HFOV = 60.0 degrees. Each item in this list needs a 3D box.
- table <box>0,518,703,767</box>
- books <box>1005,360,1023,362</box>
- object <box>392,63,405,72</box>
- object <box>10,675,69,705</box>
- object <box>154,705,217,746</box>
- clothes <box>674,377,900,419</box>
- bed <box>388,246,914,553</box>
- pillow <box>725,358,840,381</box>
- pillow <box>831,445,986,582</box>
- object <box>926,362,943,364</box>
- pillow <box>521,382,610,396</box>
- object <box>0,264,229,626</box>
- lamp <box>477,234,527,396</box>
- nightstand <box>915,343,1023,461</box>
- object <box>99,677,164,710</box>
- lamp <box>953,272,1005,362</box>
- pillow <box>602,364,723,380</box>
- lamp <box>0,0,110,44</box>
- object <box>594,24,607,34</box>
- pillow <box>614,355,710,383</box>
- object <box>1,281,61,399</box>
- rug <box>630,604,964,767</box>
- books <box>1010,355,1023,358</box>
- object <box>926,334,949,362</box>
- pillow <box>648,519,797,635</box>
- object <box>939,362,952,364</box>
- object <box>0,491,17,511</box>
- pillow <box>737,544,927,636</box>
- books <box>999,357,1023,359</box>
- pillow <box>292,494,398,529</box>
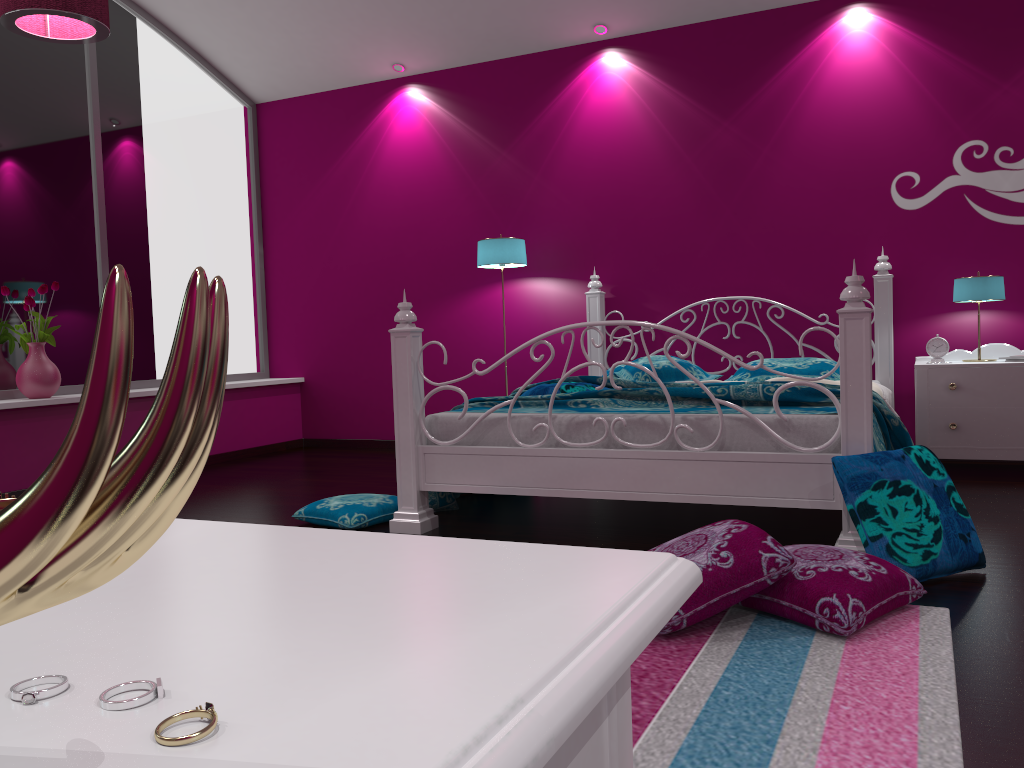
[{"bbox_3d":[-0.365,0.413,0.504,0.856,0.592,0.526,-1,3,25],"label":"table"},{"bbox_3d":[2.512,-0.113,4.181,0.300,0.007,0.220,-4,3,-35],"label":"books"},{"bbox_3d":[-0.745,-2.089,5.831,0.080,0.058,0.085,-1,3,25],"label":"object"},{"bbox_3d":[-0.180,0.115,0.338,0.021,0.005,0.020,0,4,39],"label":"object"},{"bbox_3d":[-0.109,0.114,0.296,0.020,0.006,0.020,0,3,31],"label":"object"},{"bbox_3d":[1.251,0.154,4.186,1.036,0.376,0.553,-1,3,20],"label":"clothes"},{"bbox_3d":[0.740,-0.081,4.072,2.167,1.143,2.317,-1,3,25],"label":"bed"},{"bbox_3d":[1.456,-0.064,4.626,0.717,0.141,0.401,-1,3,27],"label":"pillow"},{"bbox_3d":[1.151,0.374,2.571,0.402,0.357,0.264,-3,3,-24],"label":"pillow"},{"bbox_3d":[2.041,-0.101,4.284,0.073,0.006,0.073,-3,3,-12],"label":"object"},{"bbox_3d":[0.258,0.052,3.927,0.404,0.127,0.425,0,3,35],"label":"pillow"},{"bbox_3d":[-0.182,0.051,0.213,0.248,0.145,0.085,-1,3,13],"label":"object"},{"bbox_3d":[-0.041,-0.220,5.342,0.303,1.352,0.303,-3,3,-20],"label":"lamp"},{"bbox_3d":[2.354,0.115,4.277,0.742,0.616,0.455,-1,3,25],"label":"nightstand"},{"bbox_3d":[-0.141,0.114,0.327,0.022,0.005,0.020,-3,3,-24],"label":"object"},{"bbox_3d":[2.291,-0.330,4.350,0.229,0.438,0.229,-3,3,-20],"label":"lamp"},{"bbox_3d":[0.786,-0.055,4.929,0.717,0.141,0.401,-1,3,20],"label":"pillow"},{"bbox_3d":[-1.771,-1.932,3.380,0.377,1.129,0.377,-2,3,8],"label":"lamp"},{"bbox_3d":[0.524,-2.106,5.241,0.080,0.058,0.085,-1,3,25],"label":"object"},{"bbox_3d":[0.782,-0.062,4.685,0.404,0.176,0.418,-2,3,-7],"label":"pillow"},{"bbox_3d":[-2.508,-0.230,4.675,0.264,0.614,0.242,-2,3,-7],"label":"object"},{"bbox_3d":[-0.153,0.620,2.026,2.100,0.018,1.400,-1,3,25],"label":"rug"},{"bbox_3d":[2.519,-0.132,4.175,0.300,0.012,0.221,-5,4,-41],"label":"books"},{"bbox_3d":[2.140,-0.180,4.459,0.106,0.140,0.033,-1,3,27],"label":"object"},{"bbox_3d":[0.477,0.468,2.254,0.391,0.224,0.425,-2,3,-7],"label":"pillow"},{"bbox_3d":[2.093,-0.102,4.298,0.073,0.003,0.073,-3,3,-12],"label":"object"},{"bbox_3d":[-0.126,0.031,0.218,0.020,0.007,0.020,-2,3,6],"label":"object"},{"bbox_3d":[0.781,0.501,2.262,0.429,0.142,0.400,-4,4,-40],"label":"pillow"},{"bbox_3d":[2.500,-0.127,4.189,0.300,0.007,0.220,-3,3,-26],"label":"books"},{"bbox_3d":[-0.639,0.518,3.667,0.417,0.101,0.401,0,4,41],"label":"pillow"}]
